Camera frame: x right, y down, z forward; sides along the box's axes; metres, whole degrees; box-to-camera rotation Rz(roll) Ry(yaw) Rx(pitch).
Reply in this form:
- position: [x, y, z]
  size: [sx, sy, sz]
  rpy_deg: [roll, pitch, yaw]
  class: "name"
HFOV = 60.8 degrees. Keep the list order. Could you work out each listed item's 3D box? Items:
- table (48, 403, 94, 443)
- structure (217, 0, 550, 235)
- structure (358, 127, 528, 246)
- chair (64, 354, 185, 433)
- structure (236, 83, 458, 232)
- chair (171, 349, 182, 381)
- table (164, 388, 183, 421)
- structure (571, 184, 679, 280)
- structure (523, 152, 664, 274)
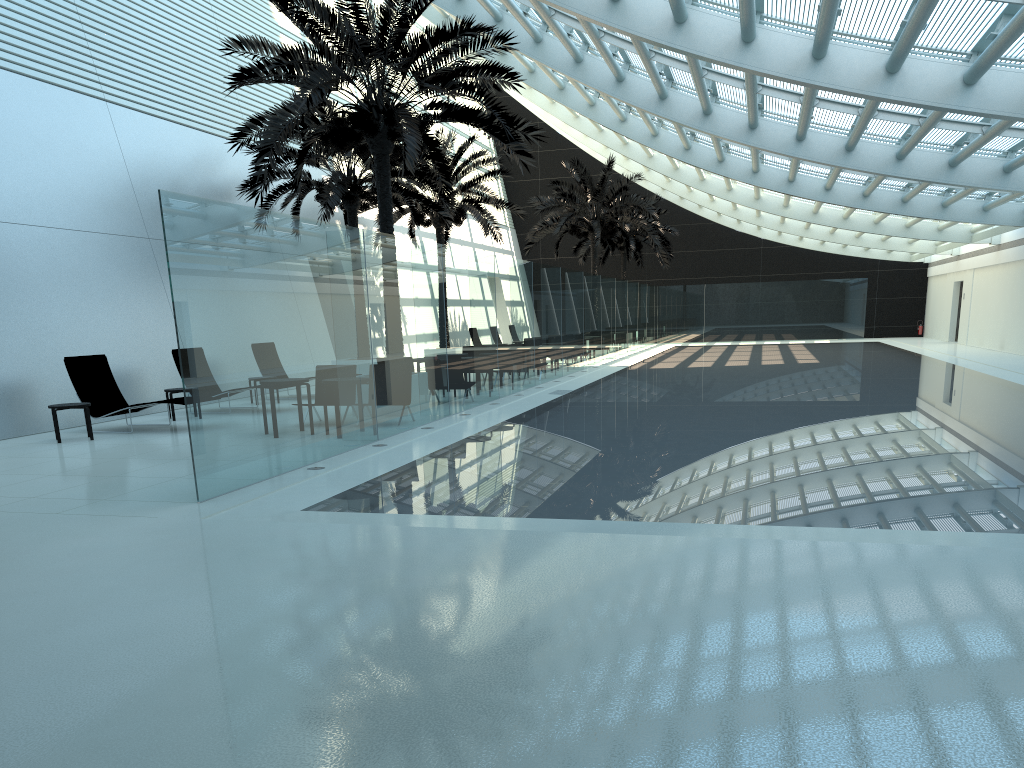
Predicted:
- position: [-6.354, 0.554, 12.598]
  size: [0.548, 0.534, 0.542]
  rpy_deg: [-7, 11, -31]
  class: "table"
- position: [-2.162, -3.022, 14.006]
  size: [4.778, 7.254, 4.332]
  rpy_deg: [6, 14, 34]
  class: "structure"
- position: [-2.232, -3.893, 25.890]
  size: [4.557, 7.125, 4.210]
  rpy_deg: [-11, 15, -40]
  class: "structure"
- position: [-5.682, 0.126, 13.501]
  size: [2.035, 1.196, 0.892]
  rpy_deg: [0, 11, 15]
  class: "chair"
- position: [-3.655, -3.368, 20.226]
  size: [4.639, 7.062, 4.133]
  rpy_deg: [-3, 12, -5]
  class: "structure"
- position: [-4.986, -0.087, 15.909]
  size: [2.035, 1.196, 0.892]
  rpy_deg: [0, 11, 15]
  class: "chair"
- position: [-5.659, 0.342, 15.005]
  size: [0.548, 0.534, 0.542]
  rpy_deg: [-7, 11, -31]
  class: "table"
- position: [5.234, -5.278, 39.541]
  size: [4.454, 7.253, 4.647]
  rpy_deg: [-3, 11, -5]
  class: "structure"
- position: [3.007, -4.605, 31.926]
  size: [4.822, 7.255, 4.290]
  rpy_deg: [0, 12, 9]
  class: "structure"
